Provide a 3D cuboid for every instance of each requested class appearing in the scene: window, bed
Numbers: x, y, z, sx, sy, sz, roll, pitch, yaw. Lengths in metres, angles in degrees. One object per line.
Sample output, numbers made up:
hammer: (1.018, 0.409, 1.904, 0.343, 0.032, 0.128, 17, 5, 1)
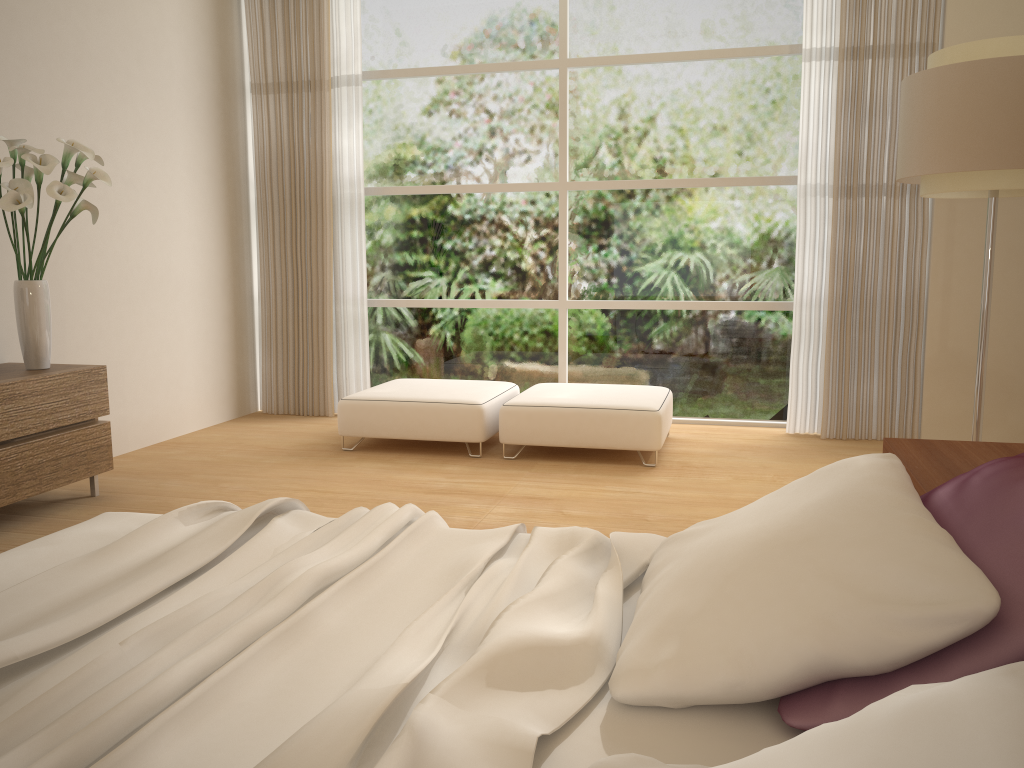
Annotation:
window: (0.368, -1.416, 6.356, 4.781, 3.371, 0.071, 2, 8, 14)
bed: (-0.357, 0.704, 1.400, 2.535, 0.570, 2.599, 2, 8, 14)

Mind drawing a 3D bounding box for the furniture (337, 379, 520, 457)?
furniture: (-0.511, 0.193, 5.805, 0.965, 0.346, 0.964, 2, 8, 14)

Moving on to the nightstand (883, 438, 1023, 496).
nightstand: (1.030, 0.753, 1.104, 0.493, 0.539, 4.220, 2, 8, 14)

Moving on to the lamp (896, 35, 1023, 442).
lamp: (2.054, -0.386, 3.833, 0.817, 2.018, 0.817, -5, 10, -32)

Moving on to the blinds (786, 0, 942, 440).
blinds: (2.208, -1.307, 5.572, 0.814, 3.351, 0.202, 2, 8, 13)

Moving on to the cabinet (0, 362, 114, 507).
cabinet: (-2.761, 0.480, 2.750, 0.588, 0.662, 3.713, 2, 8, 14)

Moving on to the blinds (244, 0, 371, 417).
blinds: (-1.539, -1.428, 6.582, 0.950, 3.352, 0.211, 2, 8, 13)

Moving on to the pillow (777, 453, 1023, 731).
pillow: (0.652, 0.392, 1.143, 0.575, 0.369, 1.683, 2, 8, 14)

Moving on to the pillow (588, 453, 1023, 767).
pillow: (0.388, 0.399, 1.205, 0.561, 0.339, 1.720, 2, 8, 14)

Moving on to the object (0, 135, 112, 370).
object: (-2.143, -0.607, 4.151, 0.515, 1.085, 0.608, -5, 9, -27)

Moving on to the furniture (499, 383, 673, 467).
furniture: (0.492, 0.223, 5.549, 0.965, 0.346, 0.964, 2, 8, 14)
